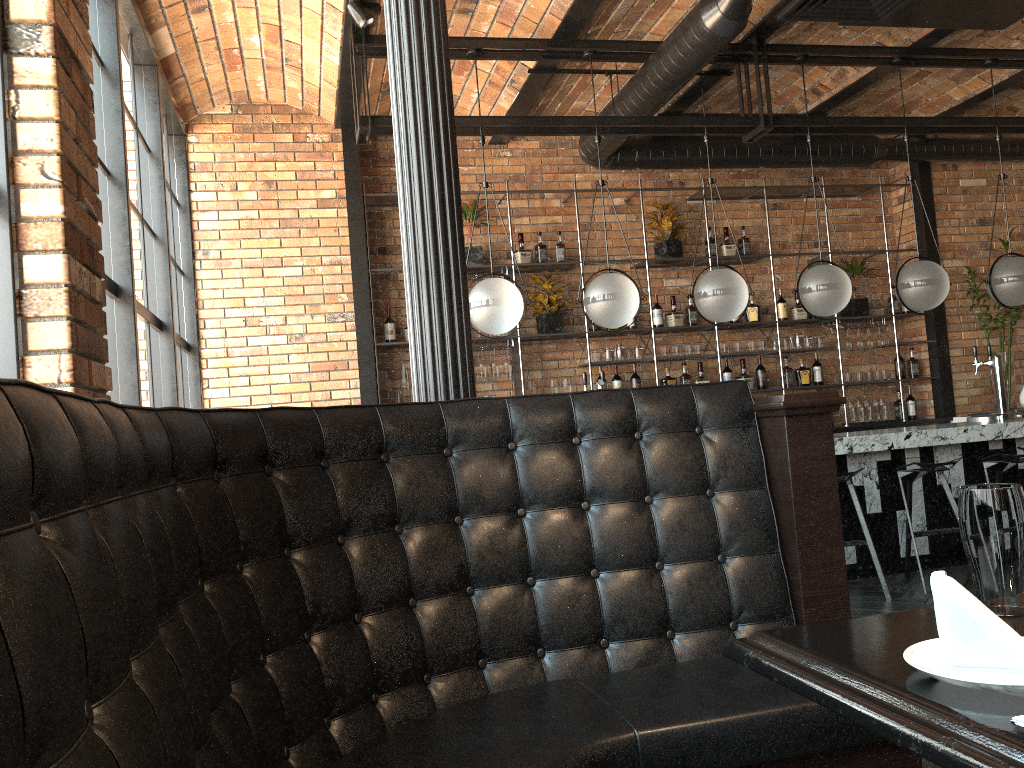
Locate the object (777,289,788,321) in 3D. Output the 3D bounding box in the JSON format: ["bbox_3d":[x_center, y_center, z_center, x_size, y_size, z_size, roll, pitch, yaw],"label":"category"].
[{"bbox_3d":[2.345,-0.680,7.706,0.086,0.299,0.086,-7,-3,36],"label":"object"}]

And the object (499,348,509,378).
[{"bbox_3d":[-0.069,-0.175,7.187,0.092,0.244,0.092,-4,-3,-7],"label":"object"}]

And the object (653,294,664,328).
[{"bbox_3d":[1.221,-0.604,7.444,0.086,0.298,0.086,-7,-3,36],"label":"object"}]

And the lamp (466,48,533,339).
[{"bbox_3d":[-0.155,-1.144,5.312,0.340,1.754,0.340,-6,-3,33],"label":"lamp"}]

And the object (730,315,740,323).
[{"bbox_3d":[1.908,-0.650,7.630,0.086,0.298,0.086,-7,-3,36],"label":"object"}]

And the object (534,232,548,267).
[{"bbox_3d":[0.234,-1.102,7.242,0.083,0.282,0.083,-3,-3,-28],"label":"object"}]

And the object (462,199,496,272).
[{"bbox_3d":[-0.335,-1.197,7.144,0.377,0.554,0.422,-3,-3,-25],"label":"object"}]

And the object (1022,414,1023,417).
[{"bbox_3d":[3.851,0.208,6.231,0.273,0.019,0.437,-4,-3,-13],"label":"object"}]

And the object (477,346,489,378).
[{"bbox_3d":[-0.229,-0.172,6.981,0.092,0.244,0.092,-4,-3,-7],"label":"object"}]

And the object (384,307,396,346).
[{"bbox_3d":[-0.959,-0.453,6.957,0.086,0.298,0.086,-7,-3,36],"label":"object"}]

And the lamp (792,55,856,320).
[{"bbox_3d":[1.981,-1.290,5.813,0.340,1.754,0.340,-6,-3,33],"label":"lamp"}]

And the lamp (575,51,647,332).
[{"bbox_3d":[0.557,-1.193,5.479,0.340,1.754,0.340,-6,-3,33],"label":"lamp"}]

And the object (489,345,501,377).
[{"bbox_3d":[-0.133,-0.178,7.003,0.092,0.244,0.092,-4,-3,-7],"label":"object"}]

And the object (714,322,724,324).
[{"bbox_3d":[1.755,-0.641,7.565,0.086,0.299,0.086,-7,-3,36],"label":"object"}]

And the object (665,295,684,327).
[{"bbox_3d":[1.364,-0.604,7.455,0.123,0.279,0.123,-3,-3,-24],"label":"object"}]

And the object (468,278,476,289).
[{"bbox_3d":[-0.312,-0.732,7.168,0.092,0.244,0.092,-4,-3,-7],"label":"object"}]

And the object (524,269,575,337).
[{"bbox_3d":[0.298,-0.654,7.199,0.430,0.526,0.425,-5,-3,-1],"label":"object"}]

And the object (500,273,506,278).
[{"bbox_3d":[-0.078,-0.756,7.054,0.092,0.244,0.092,-4,-3,-7],"label":"object"}]

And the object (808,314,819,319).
[{"bbox_3d":[2.634,-0.701,7.771,0.086,0.297,0.086,-7,-3,36],"label":"object"}]

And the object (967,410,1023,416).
[{"bbox_3d":[4.201,0.244,7.526,0.622,0.014,0.622,-2,-4,-41],"label":"object"}]

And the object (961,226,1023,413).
[{"bbox_3d":[4.159,-0.523,7.538,0.584,1.546,0.673,-6,-3,26],"label":"object"}]

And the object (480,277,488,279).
[{"bbox_3d":[-0.215,-0.738,7.191,0.092,0.244,0.092,-4,-3,-7],"label":"object"}]

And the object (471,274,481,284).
[{"bbox_3d":[-0.275,-0.742,7.008,0.092,0.244,0.092,-4,-3,-7],"label":"object"}]

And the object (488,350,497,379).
[{"bbox_3d":[-0.170,-0.168,7.164,0.092,0.244,0.092,-4,-3,-7],"label":"object"}]

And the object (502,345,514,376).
[{"bbox_3d":[-0.032,-0.185,7.027,0.092,0.244,0.092,-4,-3,-7],"label":"object"}]

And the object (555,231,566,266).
[{"bbox_3d":[0.396,-1.113,7.280,0.083,0.282,0.083,-5,-3,2],"label":"object"}]

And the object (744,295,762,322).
[{"bbox_3d":[2.073,-0.636,7.634,0.151,0.248,0.094,-5,-3,16],"label":"object"}]

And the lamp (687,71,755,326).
[{"bbox_3d":[1.269,-1.242,5.646,0.340,1.754,0.340,-6,-3,33],"label":"lamp"}]

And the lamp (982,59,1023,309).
[{"bbox_3d":[3.405,-1.388,6.146,0.340,1.754,0.340,-6,-3,33],"label":"lamp"}]

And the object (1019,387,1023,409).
[{"bbox_3d":[4.268,0.031,7.151,0.316,0.397,0.319,-7,-3,36],"label":"object"}]

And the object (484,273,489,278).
[{"bbox_3d":[-0.179,-0.749,7.030,0.092,0.244,0.092,-4,-3,-7],"label":"object"}]

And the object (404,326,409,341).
[{"bbox_3d":[-0.775,-0.457,6.954,0.123,0.279,0.123,-3,-3,-24],"label":"object"}]

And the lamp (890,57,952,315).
[{"bbox_3d":[2.693,-1.339,5.980,0.340,1.754,0.340,-6,-3,33],"label":"lamp"}]

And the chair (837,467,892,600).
[{"bbox_3d":[1.840,0.858,5.131,0.475,0.737,0.414,-4,-3,-3],"label":"chair"}]

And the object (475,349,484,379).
[{"bbox_3d":[-0.266,-0.161,7.141,0.092,0.244,0.092,-4,-3,-7],"label":"object"}]

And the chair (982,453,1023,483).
[{"bbox_3d":[3.065,0.774,5.418,0.475,0.737,0.414,-4,-3,-8],"label":"chair"}]

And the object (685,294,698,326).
[{"bbox_3d":[1.517,-0.616,7.505,0.083,0.282,0.083,-4,-3,-13],"label":"object"}]

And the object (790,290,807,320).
[{"bbox_3d":[2.493,-0.681,7.720,0.123,0.279,0.123,-4,-3,-5],"label":"object"}]

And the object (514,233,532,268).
[{"bbox_3d":[0.081,-1.089,7.208,0.123,0.279,0.123,-3,-3,-24],"label":"object"}]

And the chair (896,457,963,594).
[{"bbox_3d":[2.463,0.816,5.277,0.475,0.737,0.414,-4,-3,-18],"label":"chair"}]
